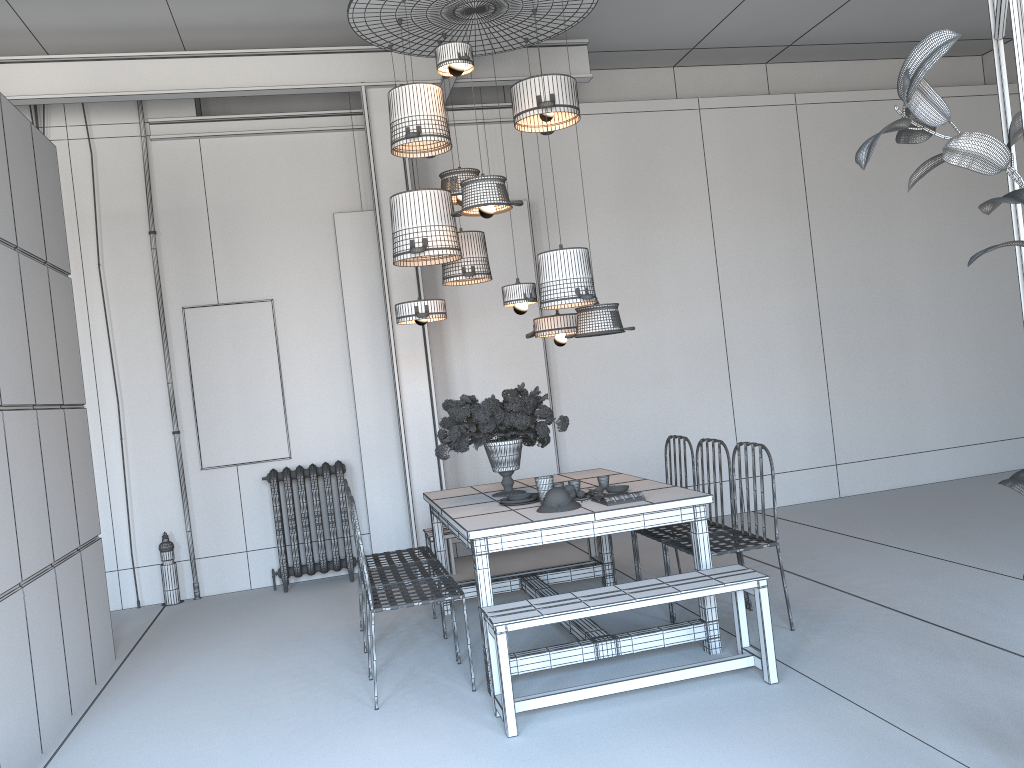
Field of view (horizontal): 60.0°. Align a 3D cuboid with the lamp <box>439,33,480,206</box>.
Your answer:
[{"bbox_3d":[-0.369,-1.652,5.550,0.301,1.094,0.359,-6,0,6],"label":"lamp"}]

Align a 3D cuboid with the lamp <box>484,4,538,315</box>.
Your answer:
[{"bbox_3d":[-0.046,-1.316,5.208,0.253,1.831,0.202,-6,0,26],"label":"lamp"}]

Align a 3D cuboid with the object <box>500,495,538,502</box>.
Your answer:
[{"bbox_3d":[0.038,0.636,4.866,0.211,0.024,0.211,-6,0,30],"label":"object"}]

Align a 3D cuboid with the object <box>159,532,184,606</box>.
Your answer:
[{"bbox_3d":[-2.729,1.501,7.095,0.173,0.647,0.206,-6,0,23],"label":"object"}]

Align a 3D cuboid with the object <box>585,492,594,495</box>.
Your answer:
[{"bbox_3d":[0.407,0.592,4.785,0.021,0.019,0.174,-7,0,-15],"label":"object"}]

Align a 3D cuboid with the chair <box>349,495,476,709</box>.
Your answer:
[{"bbox_3d":[-0.513,1.018,4.438,0.488,0.975,0.474,-7,0,-12],"label":"chair"}]

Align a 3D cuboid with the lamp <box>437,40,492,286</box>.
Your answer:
[{"bbox_3d":[-0.372,-1.422,5.662,0.322,1.553,0.364,-6,0,33],"label":"lamp"}]

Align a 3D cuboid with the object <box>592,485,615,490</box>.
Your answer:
[{"bbox_3d":[0.513,0.594,5.091,0.174,0.014,0.021,-7,0,-17],"label":"object"}]

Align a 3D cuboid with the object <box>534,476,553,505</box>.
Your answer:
[{"bbox_3d":[0.178,0.567,4.709,0.102,0.146,0.102,-6,0,43],"label":"object"}]

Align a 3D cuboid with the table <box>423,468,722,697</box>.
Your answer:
[{"bbox_3d":[0.249,1.039,5.117,1.239,0.819,1.784,-7,0,-12],"label":"table"}]

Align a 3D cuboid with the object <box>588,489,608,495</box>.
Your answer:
[{"bbox_3d":[0.461,0.582,4.792,0.021,0.026,0.173,-7,0,-28],"label":"object"}]

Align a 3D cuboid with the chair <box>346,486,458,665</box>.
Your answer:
[{"bbox_3d":[-0.622,1.028,4.936,0.488,0.975,0.474,-7,0,-12],"label":"chair"}]

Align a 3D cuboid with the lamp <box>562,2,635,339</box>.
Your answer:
[{"bbox_3d":[0.396,-1.279,5.137,0.359,2.004,0.301,-7,0,-14],"label":"lamp"}]

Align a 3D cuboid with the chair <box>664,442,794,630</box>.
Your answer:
[{"bbox_3d":[1.136,0.829,4.807,0.488,0.975,0.474,-7,0,-12],"label":"chair"}]

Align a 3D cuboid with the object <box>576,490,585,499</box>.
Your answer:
[{"bbox_3d":[0.365,0.586,4.711,0.044,0.043,0.043,-7,0,-40],"label":"object"}]

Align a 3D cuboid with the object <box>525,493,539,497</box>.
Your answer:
[{"bbox_3d":[0.175,0.631,5.086,0.182,0.016,0.179,-7,0,-8],"label":"object"}]

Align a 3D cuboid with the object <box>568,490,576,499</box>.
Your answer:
[{"bbox_3d":[0.321,0.591,4.733,0.051,0.045,0.045,-7,0,-35],"label":"object"}]

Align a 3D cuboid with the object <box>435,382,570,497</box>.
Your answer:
[{"bbox_3d":[-0.083,0.336,5.267,0.782,0.654,0.697,-7,0,-10],"label":"object"}]

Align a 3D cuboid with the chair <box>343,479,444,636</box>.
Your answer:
[{"bbox_3d":[-0.728,1.038,5.420,0.488,0.975,0.474,-7,0,-12],"label":"chair"}]

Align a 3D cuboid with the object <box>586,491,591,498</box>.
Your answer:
[{"bbox_3d":[0.416,0.594,4.796,0.024,0.015,0.249,-6,0,7],"label":"object"}]

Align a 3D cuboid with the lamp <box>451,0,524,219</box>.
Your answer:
[{"bbox_3d":[-0.207,-1.561,4.899,0.359,1.306,0.301,-7,0,-19],"label":"lamp"}]

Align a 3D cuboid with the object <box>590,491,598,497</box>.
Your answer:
[{"bbox_3d":[0.439,0.589,4.786,0.024,0.017,0.249,-6,0,-3],"label":"object"}]

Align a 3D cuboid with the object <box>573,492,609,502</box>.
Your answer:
[{"bbox_3d":[0.351,0.614,4.812,0.213,0.012,0.335,-7,0,-36],"label":"object"}]

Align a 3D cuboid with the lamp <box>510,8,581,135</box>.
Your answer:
[{"bbox_3d":[0.174,-1.912,5.336,0.403,0.687,0.505,-7,0,-34],"label":"lamp"}]

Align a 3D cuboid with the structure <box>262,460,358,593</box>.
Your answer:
[{"bbox_3d":[-1.614,1.150,7.201,0.733,1.007,0.328,-7,0,-12],"label":"structure"}]

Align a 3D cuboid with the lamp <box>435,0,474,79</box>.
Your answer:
[{"bbox_3d":[-0.328,-1.920,4.729,0.253,0.564,0.202,-6,0,26],"label":"lamp"}]

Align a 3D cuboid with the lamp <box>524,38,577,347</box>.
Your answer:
[{"bbox_3d":[0.205,-1.250,5.781,0.404,2.026,0.323,-7,0,-9],"label":"lamp"}]

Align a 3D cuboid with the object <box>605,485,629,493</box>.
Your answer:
[{"bbox_3d":[0.577,0.578,4.855,0.133,0.029,0.133,-6,0,35],"label":"object"}]

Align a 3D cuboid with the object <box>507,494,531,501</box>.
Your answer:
[{"bbox_3d":[0.041,0.630,4.891,0.135,0.029,0.135,-7,0,-20],"label":"object"}]

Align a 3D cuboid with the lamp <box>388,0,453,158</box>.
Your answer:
[{"bbox_3d":[-0.553,-1.741,4.955,0.392,0.870,0.346,-7,0,-42],"label":"lamp"}]

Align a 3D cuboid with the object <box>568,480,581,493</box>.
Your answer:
[{"bbox_3d":[0.345,0.570,4.867,0.071,0.076,0.071,-6,0,13],"label":"object"}]

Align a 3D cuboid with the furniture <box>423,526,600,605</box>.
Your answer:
[{"bbox_3d":[0.029,1.203,6.324,1.260,0.478,0.300,-7,0,-12],"label":"furniture"}]

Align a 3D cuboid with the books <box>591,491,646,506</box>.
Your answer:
[{"bbox_3d":[0.540,0.579,4.536,0.202,0.041,0.249,-7,0,-14],"label":"books"}]

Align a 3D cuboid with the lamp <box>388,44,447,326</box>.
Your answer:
[{"bbox_3d":[-0.671,-1.264,5.637,0.323,1.798,0.404,-7,0,-44],"label":"lamp"}]

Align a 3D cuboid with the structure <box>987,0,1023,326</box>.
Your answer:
[{"bbox_3d":[2.387,-0.490,1.166,2.452,3.454,2.994,-7,0,-12],"label":"structure"}]

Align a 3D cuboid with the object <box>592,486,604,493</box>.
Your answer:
[{"bbox_3d":[0.459,0.588,4.955,0.054,0.037,0.121,-7,0,-34],"label":"object"}]

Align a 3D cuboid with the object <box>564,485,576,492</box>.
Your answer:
[{"bbox_3d":[0.312,0.580,4.801,0.065,0.064,0.065,-7,0,-27],"label":"object"}]

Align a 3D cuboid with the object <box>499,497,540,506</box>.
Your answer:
[{"bbox_3d":[0.047,0.647,4.861,0.236,0.015,0.236,-7,0,-40],"label":"object"}]

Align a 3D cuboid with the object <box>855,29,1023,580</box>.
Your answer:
[{"bbox_3d":[1.533,0.213,1.685,1.309,2.183,1.253,-6,0,-2],"label":"object"}]

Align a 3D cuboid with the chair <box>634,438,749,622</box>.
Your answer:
[{"bbox_3d":[1.029,0.838,5.291,0.488,0.975,0.474,-7,0,-12],"label":"chair"}]

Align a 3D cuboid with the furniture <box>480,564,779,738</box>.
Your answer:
[{"bbox_3d":[0.526,1.159,3.934,1.260,0.478,0.300,-7,0,-12],"label":"furniture"}]

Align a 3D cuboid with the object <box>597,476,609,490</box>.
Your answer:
[{"bbox_3d":[0.520,0.562,5.023,0.071,0.076,0.071,-6,0,35],"label":"object"}]

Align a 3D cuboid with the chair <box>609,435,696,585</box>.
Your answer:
[{"bbox_3d":[0.920,0.848,5.789,0.488,0.975,0.474,-7,0,-12],"label":"chair"}]

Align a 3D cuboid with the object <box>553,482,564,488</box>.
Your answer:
[{"bbox_3d":[0.253,0.581,4.843,0.071,0.076,0.071,-7,0,-15],"label":"object"}]

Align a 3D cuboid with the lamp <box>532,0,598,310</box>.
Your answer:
[{"bbox_3d":[0.201,-1.335,4.767,0.312,1.845,0.352,-6,0,13],"label":"lamp"}]

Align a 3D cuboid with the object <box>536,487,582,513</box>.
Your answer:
[{"bbox_3d":[0.235,0.627,4.494,0.236,0.211,0.260,-6,0,6],"label":"object"}]

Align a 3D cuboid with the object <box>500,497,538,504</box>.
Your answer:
[{"bbox_3d":[0.038,0.642,4.866,0.211,0.024,0.211,-6,0,7],"label":"object"}]

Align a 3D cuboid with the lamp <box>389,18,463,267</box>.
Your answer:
[{"bbox_3d":[-0.581,-1.449,5.267,0.470,1.447,0.415,-7,0,-42],"label":"lamp"}]
